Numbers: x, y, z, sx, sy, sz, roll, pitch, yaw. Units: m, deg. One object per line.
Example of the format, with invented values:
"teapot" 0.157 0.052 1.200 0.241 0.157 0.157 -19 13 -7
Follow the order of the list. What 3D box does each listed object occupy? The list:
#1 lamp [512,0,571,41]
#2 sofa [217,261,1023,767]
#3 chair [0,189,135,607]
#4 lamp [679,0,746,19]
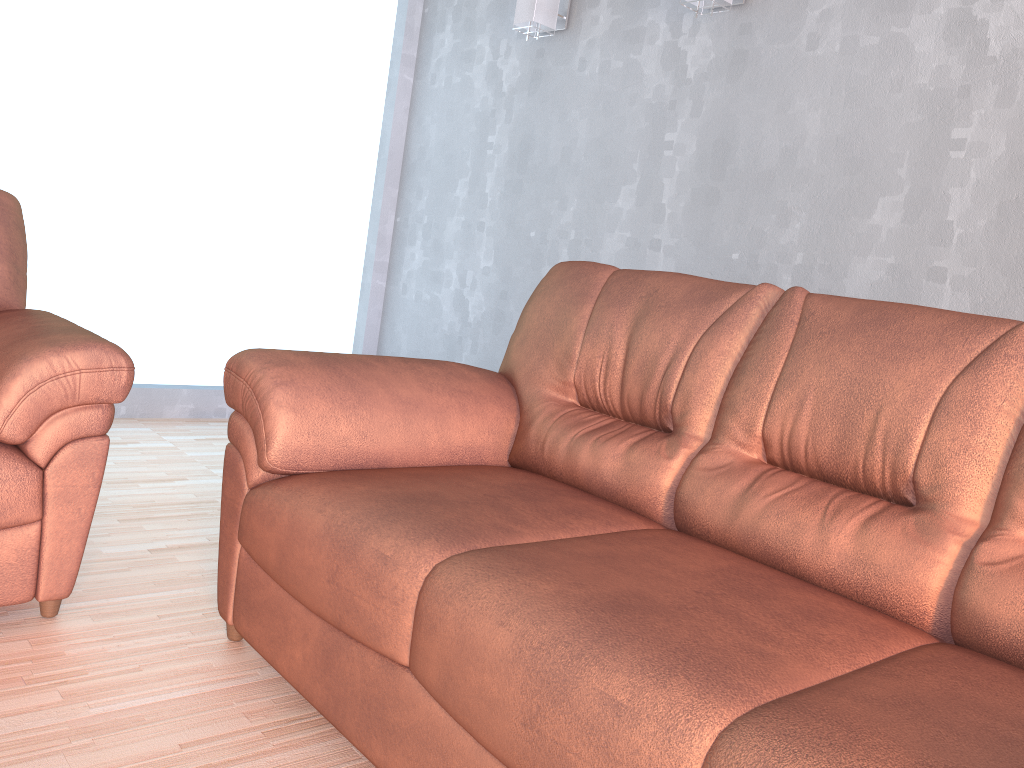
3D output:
"lamp" 0.124 -1.585 3.682 0.168 0.319 0.165 2 10 -41
"sofa" 0.393 0.280 1.503 0.981 0.923 2.202 2 10 -41
"chair" -1.480 -0.047 1.964 0.970 0.879 0.936 2 10 -42
"lamp" 0.697 -1.411 3.032 0.177 0.319 0.165 2 10 -41
